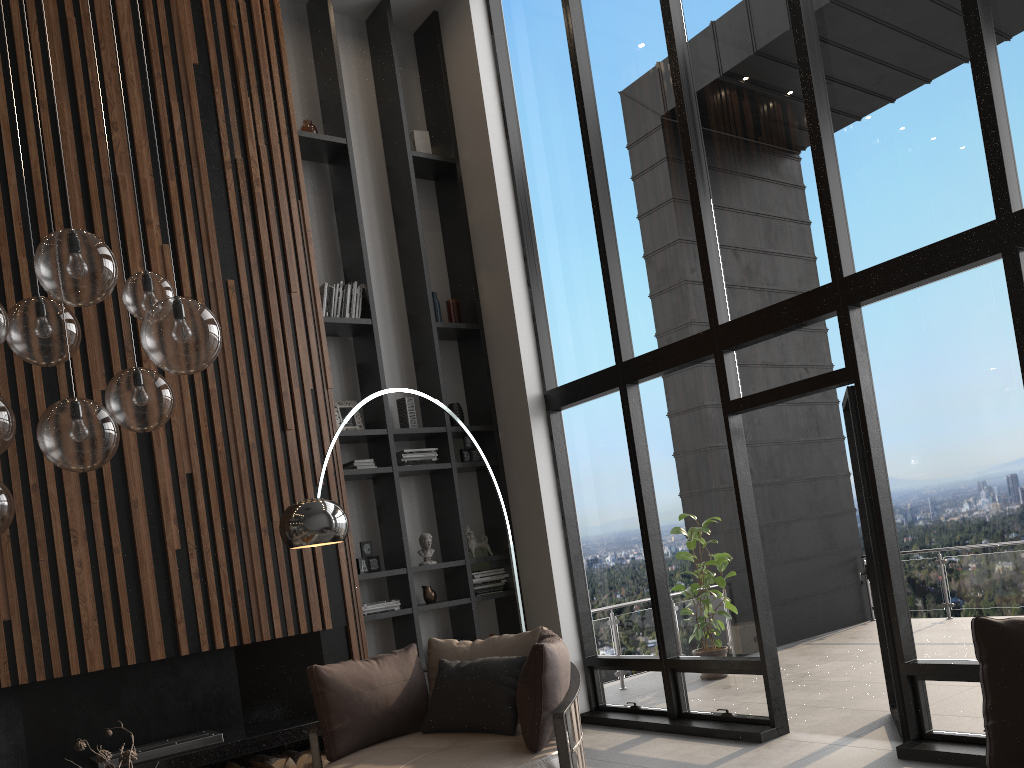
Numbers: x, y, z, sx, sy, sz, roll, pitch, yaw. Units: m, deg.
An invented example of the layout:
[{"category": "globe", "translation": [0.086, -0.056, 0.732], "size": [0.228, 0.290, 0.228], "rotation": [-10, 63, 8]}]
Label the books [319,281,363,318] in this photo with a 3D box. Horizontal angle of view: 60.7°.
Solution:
[{"category": "books", "translation": [-1.279, -0.586, 6.420], "size": [0.365, 0.296, 0.189], "rotation": [-3, -7, -37]}]

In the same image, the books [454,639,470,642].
[{"category": "books", "translation": [-0.476, 2.092, 6.655], "size": [0.330, 0.284, 0.178], "rotation": [-3, -7, -37]}]

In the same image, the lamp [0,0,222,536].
[{"category": "lamp", "translation": [-1.702, -1.996, 2.875], "size": [1.221, 4.951, 1.250], "rotation": [-6, -3, -40]}]

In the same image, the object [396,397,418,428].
[{"category": "object", "translation": [-0.801, 0.240, 6.680], "size": [0.106, 0.257, 0.103], "rotation": [-10, -4, 33]}]

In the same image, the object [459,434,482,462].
[{"category": "object", "translation": [-0.336, 0.515, 6.924], "size": [0.187, 0.231, 0.060], "rotation": [-5, -4, -34]}]

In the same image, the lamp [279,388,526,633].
[{"category": "lamp", "translation": [-0.437, 1.161, 4.829], "size": [0.324, 2.310, 2.033], "rotation": [-9, -6, 29]}]

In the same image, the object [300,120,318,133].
[{"category": "object", "translation": [-1.499, -1.852, 6.461], "size": [0.131, 0.170, 0.131], "rotation": [-10, -5, 14]}]

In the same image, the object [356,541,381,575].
[{"category": "object", "translation": [-1.053, 1.261, 6.364], "size": [0.187, 0.233, 0.060], "rotation": [-4, -5, -39]}]

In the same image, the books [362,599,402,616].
[{"category": "books", "translation": [-0.985, 1.616, 6.327], "size": [0.320, 0.077, 0.224], "rotation": [0, -13, -37]}]

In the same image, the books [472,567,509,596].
[{"category": "books", "translation": [-0.234, 1.566, 6.914], "size": [0.371, 0.188, 0.222], "rotation": [-2, -10, -36]}]

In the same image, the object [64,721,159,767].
[{"category": "object", "translation": [-1.305, 1.427, 2.891], "size": [0.548, 0.597, 0.317], "rotation": [-11, -5, 24]}]

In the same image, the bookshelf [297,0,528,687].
[{"category": "bookshelf", "translation": [-0.902, -0.372, 6.695], "size": [1.447, 5.267, 0.343], "rotation": [-6, -3, -37]}]

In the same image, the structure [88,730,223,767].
[{"category": "structure", "translation": [-2.150, 2.217, 5.300], "size": [0.706, 0.102, 0.306], "rotation": [0, -13, -36]}]

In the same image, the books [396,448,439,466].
[{"category": "books", "translation": [-0.743, 0.576, 6.669], "size": [0.320, 0.127, 0.223], "rotation": [-1, -11, -37]}]

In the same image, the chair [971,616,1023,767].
[{"category": "chair", "translation": [1.653, 1.079, 2.251], "size": [1.472, 0.890, 1.475], "rotation": [-5, -9, -20]}]

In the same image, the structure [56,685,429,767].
[{"category": "structure", "translation": [-2.428, 2.423, 4.983], "size": [6.491, 0.454, 0.681], "rotation": [0, -11, -36]}]

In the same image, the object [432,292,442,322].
[{"category": "object", "translation": [-0.603, -0.583, 6.927], "size": [0.078, 0.291, 0.079], "rotation": [-8, -2, -1]}]

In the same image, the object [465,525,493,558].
[{"category": "object", "translation": [-0.294, 1.246, 6.959], "size": [0.250, 0.278, 0.133], "rotation": [-2, -7, -45]}]

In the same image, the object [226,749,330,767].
[{"category": "object", "translation": [-1.364, 2.444, 5.544], "size": [4.013, 0.387, 0.445], "rotation": [0, -10, -35]}]

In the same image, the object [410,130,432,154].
[{"category": "object", "translation": [-0.728, -1.893, 7.048], "size": [0.133, 0.258, 0.085], "rotation": [-6, -3, -27]}]

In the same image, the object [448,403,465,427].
[{"category": "object", "translation": [-0.449, 0.266, 6.972], "size": [0.143, 0.216, 0.140], "rotation": [-13, -6, 44]}]

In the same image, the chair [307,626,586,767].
[{"category": "chair", "translation": [-0.327, 1.810, 4.534], "size": [1.438, 0.889, 1.510], "rotation": [-7, -9, -10]}]

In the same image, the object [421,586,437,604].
[{"category": "object", "translation": [-0.627, 1.595, 6.648], "size": [0.100, 0.141, 0.104], "rotation": [-8, -5, 1]}]

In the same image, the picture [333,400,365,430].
[{"category": "picture", "translation": [-1.217, 0.250, 6.442], "size": [0.214, 0.269, 0.116], "rotation": [-4, -5, -36]}]

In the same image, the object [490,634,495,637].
[{"category": "object", "translation": [-0.152, 2.092, 6.851], "size": [0.081, 0.264, 0.083], "rotation": [-8, -3, -15]}]

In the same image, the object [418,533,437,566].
[{"category": "object", "translation": [-0.655, 1.254, 6.642], "size": [0.138, 0.242, 0.138], "rotation": [-9, -4, 4]}]

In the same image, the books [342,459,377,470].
[{"category": "books", "translation": [-1.134, 0.606, 6.388], "size": [0.174, 0.071, 0.334], "rotation": [-1, -13, -37]}]

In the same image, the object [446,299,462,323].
[{"category": "object", "translation": [-0.466, -0.555, 7.030], "size": [0.104, 0.228, 0.101], "rotation": [-11, -4, 38]}]
